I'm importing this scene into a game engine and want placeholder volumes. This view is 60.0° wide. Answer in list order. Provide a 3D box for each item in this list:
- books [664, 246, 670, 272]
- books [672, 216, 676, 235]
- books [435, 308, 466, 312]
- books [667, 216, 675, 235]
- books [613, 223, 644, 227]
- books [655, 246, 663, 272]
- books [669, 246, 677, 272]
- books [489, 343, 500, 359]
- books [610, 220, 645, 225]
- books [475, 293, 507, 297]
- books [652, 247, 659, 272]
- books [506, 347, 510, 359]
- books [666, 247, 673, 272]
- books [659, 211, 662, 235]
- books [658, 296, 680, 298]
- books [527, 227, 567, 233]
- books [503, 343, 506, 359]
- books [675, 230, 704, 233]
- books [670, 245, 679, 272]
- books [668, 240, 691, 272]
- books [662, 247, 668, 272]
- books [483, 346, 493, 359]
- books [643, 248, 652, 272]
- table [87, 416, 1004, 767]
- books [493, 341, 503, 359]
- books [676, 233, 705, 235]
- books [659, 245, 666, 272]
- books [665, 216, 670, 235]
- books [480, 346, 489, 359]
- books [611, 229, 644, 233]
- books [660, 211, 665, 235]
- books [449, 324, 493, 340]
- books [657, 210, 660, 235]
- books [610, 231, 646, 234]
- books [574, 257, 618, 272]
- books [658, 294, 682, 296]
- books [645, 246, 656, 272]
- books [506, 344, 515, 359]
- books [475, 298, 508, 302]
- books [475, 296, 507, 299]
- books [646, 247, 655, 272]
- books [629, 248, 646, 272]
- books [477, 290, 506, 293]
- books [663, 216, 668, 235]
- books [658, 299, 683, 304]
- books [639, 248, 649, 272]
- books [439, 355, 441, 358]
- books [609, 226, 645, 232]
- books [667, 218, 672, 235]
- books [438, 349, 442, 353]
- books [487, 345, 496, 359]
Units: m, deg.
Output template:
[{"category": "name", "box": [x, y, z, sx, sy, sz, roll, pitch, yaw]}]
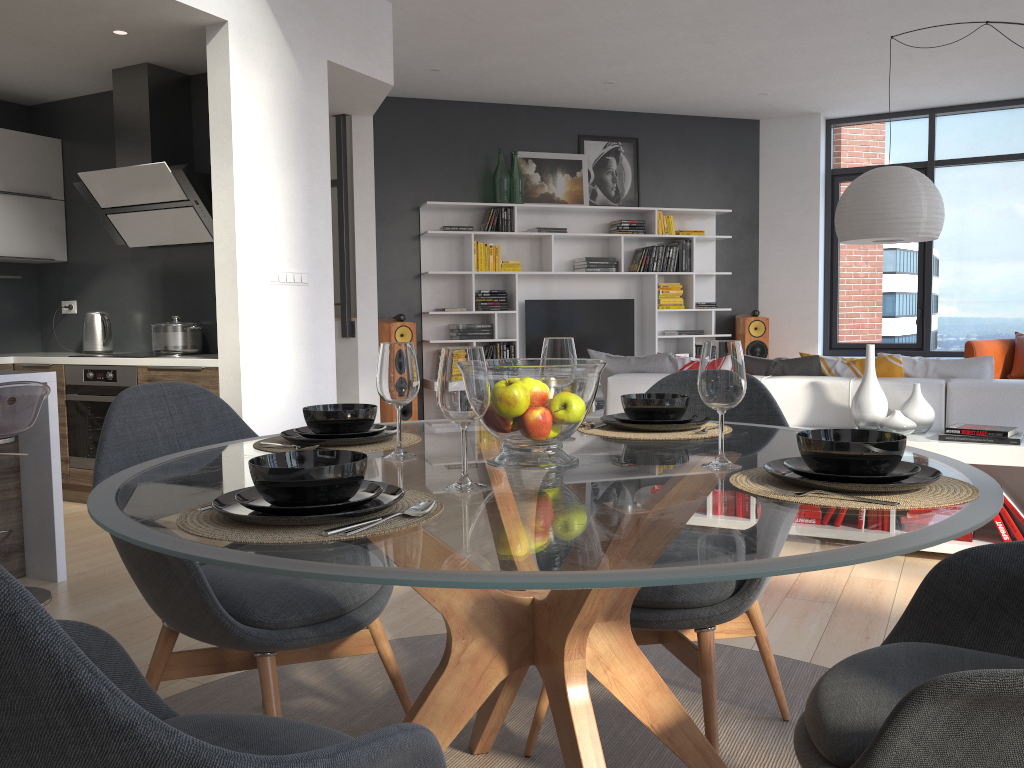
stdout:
[{"category": "books", "box": [1.444, -1.195, 8.521, 0.075, 0.254, 0.192, -2, 4, -19]}, {"category": "books", "box": [1.515, -1.510, 8.486, 0.044, 0.184, 0.142, -2, 4, -17]}, {"category": "books", "box": [-0.547, -0.661, 7.921, 0.209, 0.030, 0.266, -3, 5, -24]}, {"category": "books", "box": [1.495, -1.508, 8.471, 0.064, 0.184, 0.141, -2, 4, -17]}, {"category": "books", "box": [1.102, -1.500, 8.404, 0.246, 0.026, 0.180, -2, 4, -15]}, {"category": "books", "box": [1.369, -1.190, 8.499, 0.084, 0.249, 0.191, -2, 4, -18]}, {"category": "books", "box": [1.506, -1.195, 8.539, 0.084, 0.249, 0.191, -2, 4, -18]}, {"category": "books", "box": [-0.158, -0.216, 8.093, 0.034, 0.314, 0.237, -2, 4, -18]}, {"category": "books", "box": [1.096, -1.528, 8.412, 0.266, 0.030, 0.209, -3, 5, -24]}, {"category": "books", "box": [-0.198, -0.808, 8.055, 0.284, 0.030, 0.214, -1, 4, -9]}, {"category": "books", "box": [1.335, -1.183, 8.483, 0.068, 0.243, 0.179, -2, 5, -19]}, {"category": "books", "box": [-0.065, -0.200, 8.120, 0.028, 0.272, 0.200, -2, 4, -18]}, {"category": "books", "box": [1.473, -1.190, 8.517, 0.071, 0.243, 0.179, -2, 4, -19]}, {"category": "books", "box": [1.372, -1.525, 8.448, 0.041, 0.224, 0.163, -2, 5, -19]}, {"category": "books", "box": [1.495, -0.843, 8.584, 0.217, 0.023, 0.145, -2, 4, -14]}, {"category": "books", "box": [0.319, -1.401, 8.158, 0.310, 0.047, 0.250, -3, 5, -22]}, {"category": "books", "box": [-0.099, -0.219, 8.115, 0.034, 0.315, 0.239, -2, 4, -18]}, {"category": "books", "box": [1.700, -1.467, 8.591, 0.257, 0.024, 0.203, -2, 4, -15]}, {"category": "books", "box": [1.537, -1.201, 8.550, 0.066, 0.260, 0.197, -2, 4, -18]}, {"category": "books", "box": [1.621, -1.231, 8.604, 0.128, 0.321, 0.259, -2, 4, -18]}, {"category": "books", "box": [1.430, -1.185, 8.490, 0.069, 0.242, 0.172, -2, 4, -17]}, {"category": "books", "box": [-0.248, -0.201, 8.057, 0.100, 0.289, 0.210, -2, 4, -19]}, {"category": "books", "box": [1.257, -1.176, 8.451, 0.081, 0.233, 0.169, -2, 4, -19]}, {"category": "table", "box": [0.053, 0.523, 1.661, 1.499, 0.764, 1.499, 0, 4, 16]}, {"category": "books", "box": [-0.128, -0.224, 8.105, 0.026, 0.326, 0.237, -2, 4, -18]}, {"category": "books", "box": [1.706, -1.441, 8.586, 0.257, 0.028, 0.194, -2, 4, -13]}, {"category": "books", "box": [1.401, -1.196, 8.510, 0.066, 0.260, 0.197, -2, 4, -18]}, {"category": "books", "box": [1.456, -1.504, 8.455, 0.044, 0.178, 0.128, -2, 4, -18]}, {"category": "books", "box": [-0.303, -0.197, 8.059, 0.142, 0.284, 0.232, -2, 4, -18]}, {"category": "books", "box": [1.095, -1.447, 8.413, 0.264, 0.020, 0.189, -2, 5, -19]}, {"category": "books", "box": [1.398, -1.527, 8.466, 0.054, 0.224, 0.164, -2, 4, -19]}, {"category": "books", "box": [-0.374, -0.472, 8.024, 0.343, 0.137, 0.277, -2, 4, -18]}, {"category": "books", "box": [1.356, -1.525, 8.423, 0.041, 0.229, 0.161, -2, 4, -19]}, {"category": "books", "box": [1.098, -1.422, 8.412, 0.284, 0.030, 0.214, -2, 4, -14]}, {"category": "books", "box": [0.789, -1.115, 8.350, 0.343, 0.137, 0.277, -3, 5, -23]}, {"category": "books", "box": [1.501, -0.864, 8.603, 0.239, 0.019, 0.171, -2, 4, -18]}, {"category": "books", "box": [1.307, -1.190, 8.481, 0.075, 0.254, 0.192, -2, 4, -19]}, {"category": "books", "box": [-0.028, -0.213, 8.133, 0.051, 0.297, 0.230, -2, 4, -18]}, {"category": "books", "box": [-0.194, -0.756, 8.035, 0.284, 0.030, 0.214, -1, 4, -9]}, {"category": "books", "box": [-0.196, -0.781, 8.036, 0.264, 0.020, 0.189, -2, 4, -14]}, {"category": "books", "box": [1.293, -1.180, 8.449, 0.069, 0.242, 0.172, -2, 4, -17]}, {"category": "books", "box": [1.192, -1.175, 8.440, 0.104, 0.234, 0.182, -2, 4, -18]}, {"category": "books", "box": [-0.189, -0.834, 8.027, 0.246, 0.026, 0.180, -2, 4, -10]}, {"category": "books", "box": [1.435, -1.504, 8.456, 0.054, 0.180, 0.132, -2, 4, -18]}, {"category": "books", "box": [1.505, -0.798, 8.597, 0.243, 0.042, 0.189, -2, 4, -18]}, {"category": "books", "box": [1.223, -1.176, 8.455, 0.096, 0.234, 0.187, -2, 4, -17]}, {"category": "books", "box": [-0.531, -0.250, 7.995, 0.238, 0.023, 0.167, -1, 4, -2]}, {"category": "books", "box": [1.092, -1.474, 8.431, 0.284, 0.030, 0.214, -2, 4, -14]}, {"category": "books", "box": [1.477, -1.494, 8.450, 0.046, 0.161, 0.108, -2, 4, -19]}, {"category": "books", "box": [-0.540, -0.300, 8.010, 0.234, 0.024, 0.171, -2, 4, -14]}, {"category": "books", "box": [-0.186, -0.207, 8.079, 0.028, 0.301, 0.213, -2, 4, -18]}]
